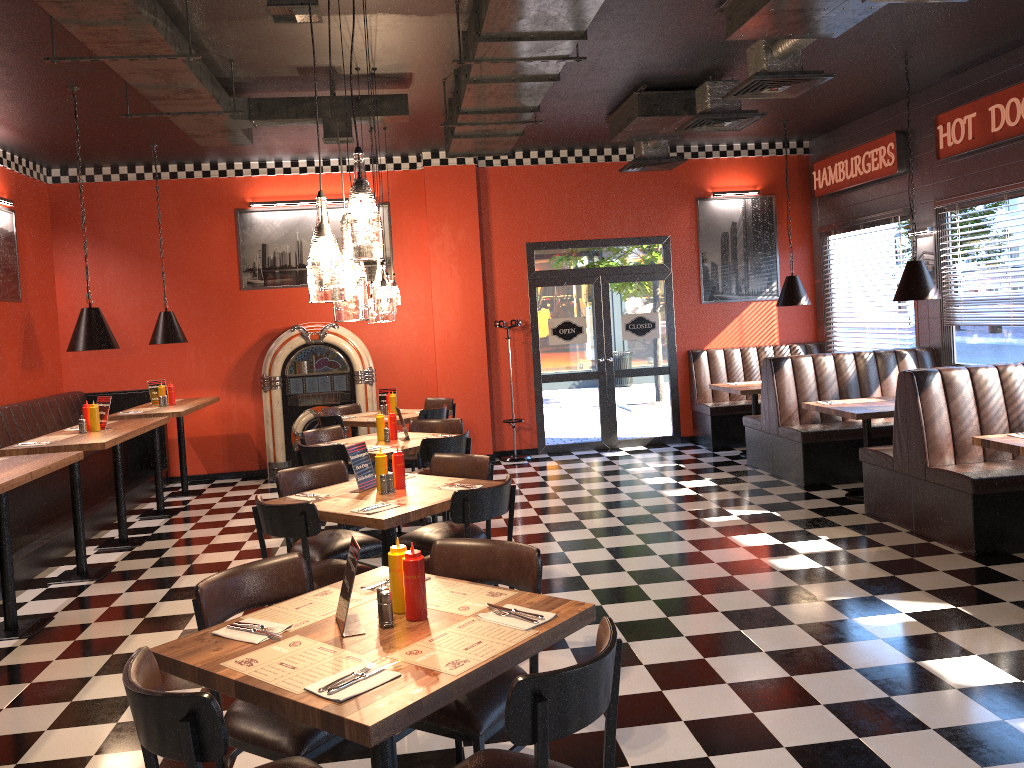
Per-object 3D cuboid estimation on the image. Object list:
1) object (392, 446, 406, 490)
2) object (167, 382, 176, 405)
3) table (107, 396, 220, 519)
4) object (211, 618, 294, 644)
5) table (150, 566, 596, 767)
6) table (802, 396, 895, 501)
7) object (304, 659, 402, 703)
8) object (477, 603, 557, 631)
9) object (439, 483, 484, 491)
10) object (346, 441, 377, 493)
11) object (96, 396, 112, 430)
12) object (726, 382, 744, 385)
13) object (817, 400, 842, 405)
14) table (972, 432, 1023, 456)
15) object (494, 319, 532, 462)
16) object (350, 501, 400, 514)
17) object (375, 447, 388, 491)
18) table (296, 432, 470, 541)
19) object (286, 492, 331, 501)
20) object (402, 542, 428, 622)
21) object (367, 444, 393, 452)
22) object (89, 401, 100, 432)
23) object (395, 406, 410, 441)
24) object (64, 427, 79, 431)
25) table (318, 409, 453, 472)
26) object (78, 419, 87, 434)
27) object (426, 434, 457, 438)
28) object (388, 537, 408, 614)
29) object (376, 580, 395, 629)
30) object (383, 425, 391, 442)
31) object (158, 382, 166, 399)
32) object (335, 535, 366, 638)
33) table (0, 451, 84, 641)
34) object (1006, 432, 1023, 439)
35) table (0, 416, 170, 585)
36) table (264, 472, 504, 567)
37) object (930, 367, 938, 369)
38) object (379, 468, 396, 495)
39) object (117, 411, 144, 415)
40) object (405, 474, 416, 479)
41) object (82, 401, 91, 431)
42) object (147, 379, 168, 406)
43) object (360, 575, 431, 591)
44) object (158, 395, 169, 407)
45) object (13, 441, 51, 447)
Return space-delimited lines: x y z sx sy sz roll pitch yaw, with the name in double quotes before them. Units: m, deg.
"object" -0.631 0.464 4.928 0.068 0.237 0.068 -3 2 -2
"object" -3.477 0.095 9.042 0.068 0.237 0.068 -4 2 -13
"table" -3.472 0.717 9.013 0.696 0.998 1.695 -4 4 -7
"object" -0.780 0.752 2.713 0.255 0.019 0.158 -1 5 32
"table" -0.385 1.125 2.715 0.956 0.773 0.962 -1 4 38
"table" 3.495 0.527 7.518 1.692 0.773 0.958 -4 3 -7
"object" -0.398 0.760 2.305 0.157 0.019 0.255 0 6 41
"object" -0.002 0.705 2.718 0.255 0.019 0.158 0 6 42
"object" -0.295 0.560 4.852 0.255 0.019 0.158 0 5 37
"object" -0.840 0.463 4.973 0.072 0.256 0.189 -3 3 23
"object" -3.223 0.229 6.958 0.188 0.256 0.072 -2 3 34
"object" 2.549 -0.010 10.104 0.157 0.019 0.255 -4 4 -6
"object" 2.768 0.159 7.715 0.157 0.019 0.255 -4 4 -1
"table" 3.785 0.689 5.163 1.692 0.773 0.958 -4 3 -7
"object" -0.005 0.069 10.467 0.374 1.656 0.375 -3 2 16
"object" -0.671 0.614 4.442 0.157 0.019 0.255 0 6 40
"object" -0.724 0.470 4.919 0.068 0.237 0.068 -3 2 -2
"table" -0.984 0.836 6.976 0.959 0.773 0.959 -1 4 38
"object" -1.096 0.610 4.827 0.255 0.019 0.158 0 6 39
"object" -0.303 0.610 2.751 0.068 0.237 0.068 -2 2 36
"object" -0.998 0.471 6.580 0.157 0.019 0.256 0 6 40
"object" -3.226 0.247 6.845 0.068 0.237 0.068 -4 2 -18
"object" -0.866 0.310 7.012 0.072 0.256 0.188 -4 3 -17
"object" -3.437 0.351 7.093 0.255 0.019 0.158 -4 4 -10
"table" -1.258 0.700 8.985 0.959 0.773 0.959 -1 4 38
"object" -3.287 0.308 6.780 0.047 0.136 0.093 -5 3 -42
"object" -0.571 0.412 7.016 0.255 0.019 0.158 0 6 41
"object" -0.358 0.607 2.827 0.068 0.237 0.068 -3 2 8
"object" -0.390 0.670 2.717 0.047 0.136 0.094 -4 3 -17
"object" -0.981 0.384 6.934 0.047 0.136 0.094 -4 3 -17
"object" -3.571 0.101 9.041 0.068 0.237 0.068 -4 2 -13
"object" -0.504 0.615 2.717 0.072 0.256 0.188 -4 3 -17
"table" -2.952 1.007 4.796 0.696 0.998 1.695 -4 4 -7
"object" 3.154 0.313 5.382 0.157 0.019 0.255 -4 4 -6
"table" -3.210 0.863 6.889 0.696 0.998 1.695 -4 4 -7
"table" -0.664 0.978 4.859 0.959 0.773 0.959 -1 4 38
"object" 3.696 -0.012 7.653 0.072 0.256 0.188 -5 3 -37
"object" -0.680 0.527 4.826 0.046 0.136 0.094 -2 3 43
"object" -3.552 0.266 8.303 0.255 0.019 0.158 -4 4 -10
"object" -0.699 0.556 5.220 0.157 0.019 0.256 -1 5 31
"object" -3.303 0.248 6.898 0.068 0.237 0.068 -4 2 -12
"object" -3.637 0.090 9.117 0.072 0.256 0.189 -2 3 43
"object" -0.425 0.699 3.128 0.157 0.019 0.256 0 6 39
"object" -3.515 0.158 8.932 0.094 0.136 0.047 -5 2 -27
"object" -3.322 0.414 6.180 0.255 0.019 0.158 -4 4 -10
